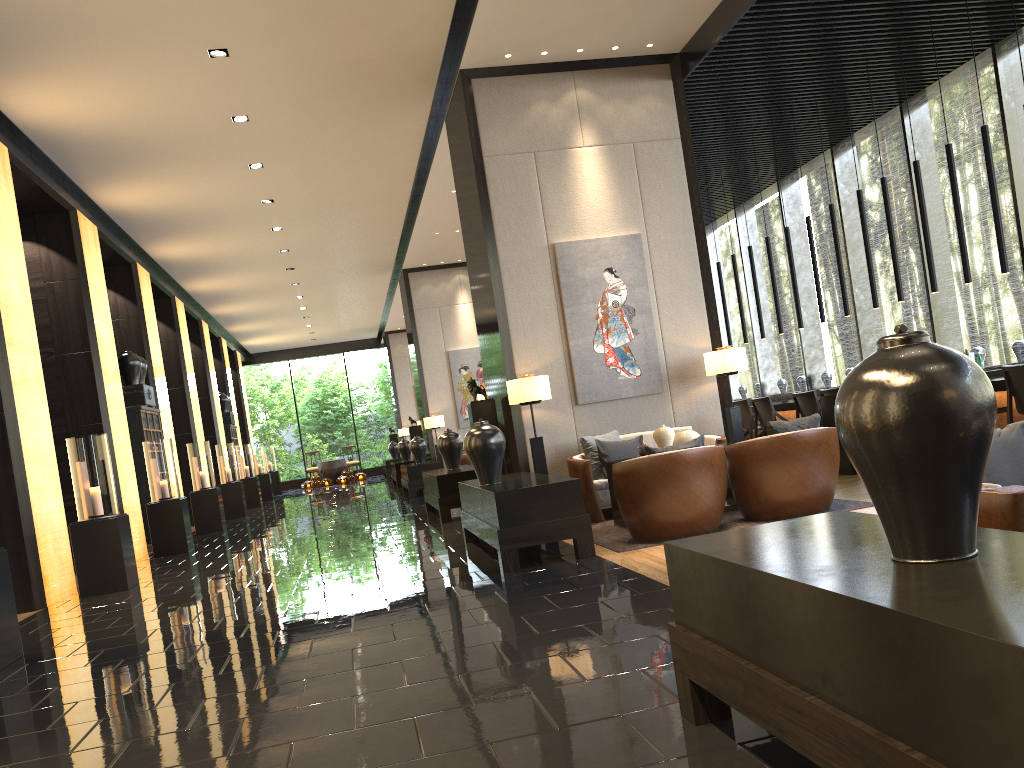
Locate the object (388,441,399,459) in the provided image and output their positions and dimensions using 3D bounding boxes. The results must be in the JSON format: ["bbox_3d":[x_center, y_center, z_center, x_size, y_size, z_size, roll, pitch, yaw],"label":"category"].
[{"bbox_3d":[-3.254,1.811,24.364,0.312,0.493,0.311,-9,0,8],"label":"object"}]

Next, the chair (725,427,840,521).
[{"bbox_3d":[1.970,0.631,6.270,0.802,0.604,0.607,-8,-1,-10],"label":"chair"}]

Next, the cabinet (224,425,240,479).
[{"bbox_3d":[-6.686,1.964,20.860,0.547,1.924,1.189,-9,0,-11],"label":"cabinet"}]

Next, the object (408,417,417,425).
[{"bbox_3d":[-1.957,0.724,17.422,0.161,0.218,0.102,-8,0,-22],"label":"object"}]

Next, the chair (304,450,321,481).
[{"bbox_3d":[-6.073,2.602,27.211,0.519,1.076,0.537,-9,0,-11],"label":"chair"}]

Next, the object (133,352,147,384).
[{"bbox_3d":[-5.264,-0.196,12.385,0.310,0.493,0.312,-8,0,-29],"label":"object"}]

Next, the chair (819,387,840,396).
[{"bbox_3d":[3.479,0.420,8.971,0.562,0.827,0.526,-9,0,-11],"label":"chair"}]

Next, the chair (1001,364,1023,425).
[{"bbox_3d":[3.947,0.228,6.412,0.562,0.827,0.526,-9,0,-11],"label":"chair"}]

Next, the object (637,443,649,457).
[{"bbox_3d":[1.058,0.530,7.094,0.091,0.112,0.091,-9,-1,42],"label":"object"}]

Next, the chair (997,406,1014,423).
[{"bbox_3d":[3.765,0.303,7.409,0.562,0.827,0.526,-9,0,-11],"label":"chair"}]

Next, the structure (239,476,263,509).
[{"bbox_3d":[-5.752,2.392,19.474,0.401,0.658,0.403,-9,0,-11],"label":"structure"}]

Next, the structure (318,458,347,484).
[{"bbox_3d":[-5.384,2.653,26.641,0.871,0.710,0.877,-8,-1,-22],"label":"structure"}]

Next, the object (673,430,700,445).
[{"bbox_3d":[1.397,0.456,7.124,0.245,0.168,0.246,-8,-2,-8],"label":"object"}]

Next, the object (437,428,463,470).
[{"bbox_3d":[-0.728,0.771,10.539,0.310,0.493,0.312,-8,0,-29],"label":"object"}]

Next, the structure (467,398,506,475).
[{"bbox_3d":[-0.216,0.762,8.609,0.240,1.218,0.240,-9,1,-11],"label":"structure"}]

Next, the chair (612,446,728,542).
[{"bbox_3d":[1.138,0.750,6.116,0.802,0.604,0.607,-8,-1,-10],"label":"chair"}]

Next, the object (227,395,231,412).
[{"bbox_3d":[-6.849,0.456,21.060,0.310,0.493,0.312,-8,0,-29],"label":"object"}]

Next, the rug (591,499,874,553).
[{"bbox_3d":[1.446,1.049,7.069,1.955,0.008,2.246,-8,-3,-11],"label":"rug"}]

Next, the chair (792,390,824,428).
[{"bbox_3d":[3.376,0.463,9.536,0.562,0.827,0.526,-9,0,-11],"label":"chair"}]

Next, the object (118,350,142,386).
[{"bbox_3d":[-5.205,-0.221,12.058,0.310,0.493,0.313,-8,0,-44],"label":"object"}]

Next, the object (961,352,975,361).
[{"bbox_3d":[4.449,-0.206,8.676,0.168,0.219,0.169,-8,-1,-15],"label":"object"}]

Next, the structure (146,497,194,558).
[{"bbox_3d":[-4.169,1.740,10.808,0.401,0.658,0.403,-9,0,-11],"label":"structure"}]

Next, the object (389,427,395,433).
[{"bbox_3d":[-3.567,1.374,26.245,0.176,0.246,0.115,-9,0,-6],"label":"object"}]

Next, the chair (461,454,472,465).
[{"bbox_3d":[-0.457,1.406,14.844,0.802,0.604,0.607,-8,-1,-10],"label":"chair"}]

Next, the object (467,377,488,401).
[{"bbox_3d":[-0.343,0.047,8.601,0.176,0.246,0.116,-9,0,-11],"label":"object"}]

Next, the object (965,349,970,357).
[{"bbox_3d":[4.409,-0.215,8.555,0.066,0.237,0.067,-9,0,-17],"label":"object"}]

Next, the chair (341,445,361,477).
[{"bbox_3d":[-4.976,2.446,27.414,0.519,1.076,0.537,-9,0,-11],"label":"chair"}]

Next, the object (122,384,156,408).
[{"bbox_3d":[-5.164,0.191,12.220,0.364,0.315,0.607,-8,-2,-11],"label":"object"}]

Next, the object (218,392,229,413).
[{"bbox_3d":[-6.789,0.432,20.733,0.310,0.493,0.313,-8,0,-37],"label":"object"}]

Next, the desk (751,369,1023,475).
[{"bbox_3d":[3.050,0.727,13.389,1.777,0.759,28.794,-8,-3,-11],"label":"desk"}]

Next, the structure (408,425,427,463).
[{"bbox_3d":[-1.825,1.425,17.422,0.240,1.218,0.240,-9,1,-11],"label":"structure"}]

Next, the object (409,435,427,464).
[{"bbox_3d":[-1.631,1.143,15.478,0.312,0.493,0.311,-9,0,8],"label":"object"}]

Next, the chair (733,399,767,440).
[{"bbox_3d":[3.091,0.580,11.099,0.562,0.827,0.526,-9,0,-11],"label":"chair"}]

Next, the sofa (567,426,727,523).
[{"bbox_3d":[1.206,0.778,7.875,1.446,0.694,0.604,-8,-1,-10],"label":"sofa"}]

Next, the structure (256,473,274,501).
[{"bbox_3d":[-6.280,2.609,22.362,0.401,0.658,0.403,-9,0,-11],"label":"structure"}]

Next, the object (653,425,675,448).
[{"bbox_3d":[1.211,0.442,7.033,0.171,0.236,0.170,-9,-1,24],"label":"object"}]

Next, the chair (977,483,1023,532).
[{"bbox_3d":[1.664,0.511,2.768,0.802,0.604,0.607,-8,-1,-10],"label":"chair"}]

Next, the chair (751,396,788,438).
[{"bbox_3d":[3.194,0.538,10.533,0.562,0.827,0.526,-9,0,-11],"label":"chair"}]

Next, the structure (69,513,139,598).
[{"bbox_3d":[-3.642,1.522,7.920,0.401,0.658,0.403,-9,0,-11],"label":"structure"}]

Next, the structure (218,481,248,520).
[{"bbox_3d":[-5.225,2.174,16.585,0.401,0.658,0.403,-9,0,-11],"label":"structure"}]

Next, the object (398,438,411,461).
[{"bbox_3d":[-2.323,1.428,19.268,0.312,0.493,0.311,-9,0,8],"label":"object"}]

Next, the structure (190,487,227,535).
[{"bbox_3d":[-4.697,1.957,13.697,0.401,0.658,0.403,-9,0,-11],"label":"structure"}]

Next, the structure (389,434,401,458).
[{"bbox_3d":[-3.440,2.090,26.259,0.240,1.218,0.240,-9,1,-11],"label":"structure"}]

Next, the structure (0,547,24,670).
[{"bbox_3d":[-3.114,1.305,5.031,0.401,0.658,0.403,-9,0,-11],"label":"structure"}]

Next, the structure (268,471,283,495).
[{"bbox_3d":[-6.808,2.826,25.251,0.401,0.658,0.403,-9,0,-11],"label":"structure"}]

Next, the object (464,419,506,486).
[{"bbox_3d":[-0.194,0.501,6.567,0.312,0.493,0.311,-9,0,8],"label":"object"}]

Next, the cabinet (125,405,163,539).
[{"bbox_3d":[-5.101,1.312,12.186,0.547,1.924,1.189,-9,0,-11],"label":"cabinet"}]

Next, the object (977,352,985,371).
[{"bbox_3d":[4.511,-0.211,8.534,0.056,0.197,0.056,-9,0,-9],"label":"object"}]
